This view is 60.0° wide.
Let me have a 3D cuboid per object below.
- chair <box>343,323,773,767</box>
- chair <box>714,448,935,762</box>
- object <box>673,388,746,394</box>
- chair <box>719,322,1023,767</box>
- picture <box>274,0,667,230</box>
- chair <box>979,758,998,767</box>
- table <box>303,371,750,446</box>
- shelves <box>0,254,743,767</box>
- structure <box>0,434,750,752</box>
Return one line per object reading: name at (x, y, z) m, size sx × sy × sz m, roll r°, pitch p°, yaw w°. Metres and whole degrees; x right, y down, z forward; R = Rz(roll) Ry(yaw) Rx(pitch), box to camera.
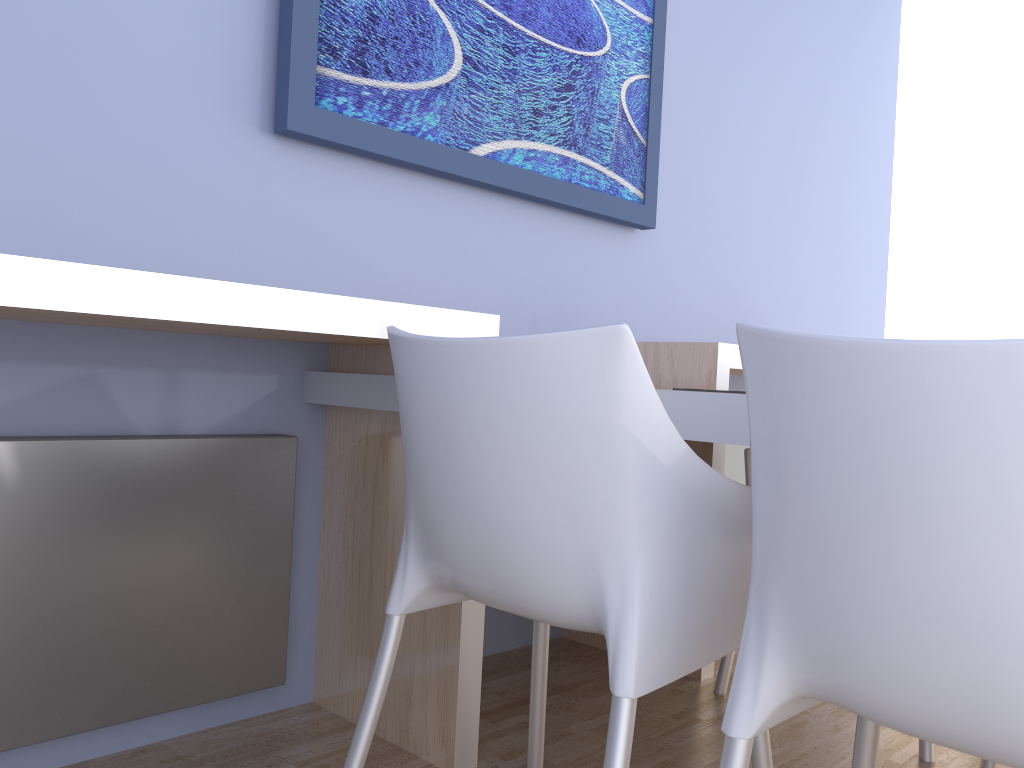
chair at (0.072, 0.324, 1.271) m, size 0.510 × 0.793 × 0.486 m, roll 3°, pitch 0°, yaw 44°
chair at (0.847, 0.359, 2.116) m, size 0.510 × 0.793 × 0.486 m, roll 3°, pitch 0°, yaw 44°
object at (0.828, 0.037, 1.359) m, size 0.986 × 0.005 × 0.594 m, roll 3°, pitch 0°, yaw 44°
chair at (0.482, 0.346, 0.870) m, size 0.510 × 0.793 × 0.486 m, roll 3°, pitch 0°, yaw 44°
picture at (-0.002, -0.934, 2.213) m, size 0.049 × 0.901 × 1.252 m, roll 3°, pitch 0°, yaw 44°
chair at (1.267, 0.382, 1.706) m, size 0.510 × 0.793 × 0.486 m, roll 3°, pitch 0°, yaw 45°
table at (0.727, 0.393, 1.428) m, size 2.340 × 0.718 × 1.002 m, roll 3°, pitch 0°, yaw 44°
shelves at (-0.132, 0.286, 1.890) m, size 0.463 × 0.840 × 3.901 m, roll 3°, pitch 0°, yaw 44°
structure at (-0.219, 0.366, 2.065) m, size 0.064 × 0.503 × 3.843 m, roll 3°, pitch 0°, yaw 44°
